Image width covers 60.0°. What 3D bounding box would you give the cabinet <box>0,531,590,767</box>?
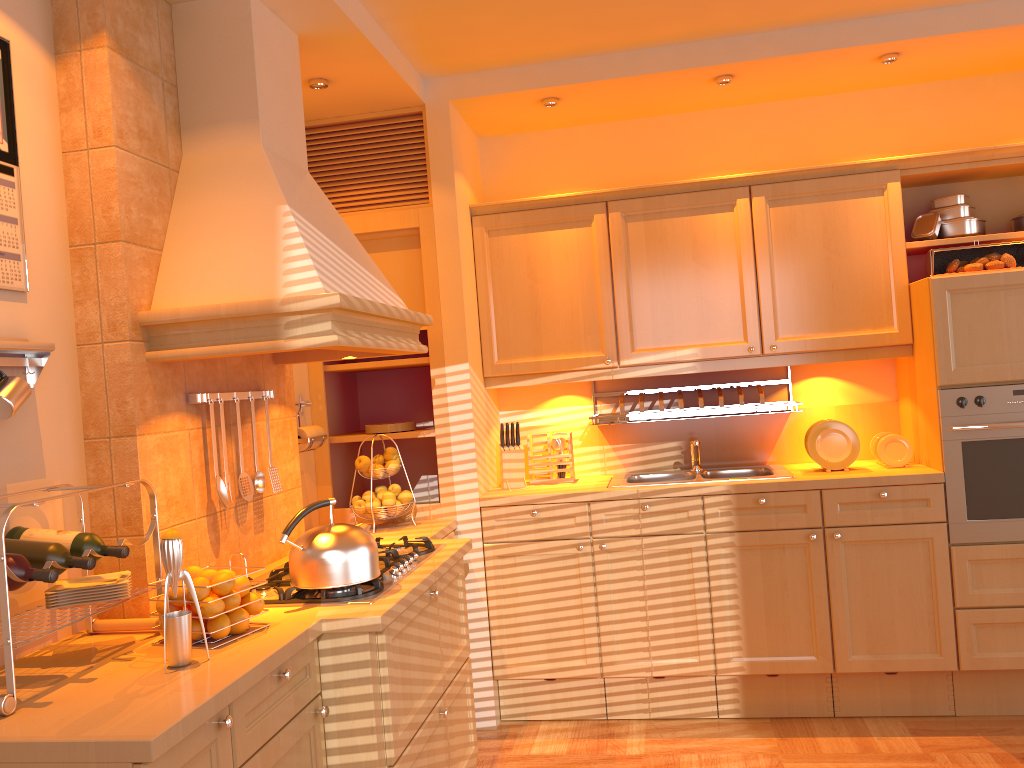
[{"bbox_3d":[-0.362,1.025,2.863,1.141,0.840,2.850,-4,0,10],"label":"cabinet"}]

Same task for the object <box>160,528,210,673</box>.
[{"bbox_3d":[-0.712,0.448,1.855,0.101,0.288,0.088,-4,0,10],"label":"object"}]

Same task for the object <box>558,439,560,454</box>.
[{"bbox_3d":[0.218,0.342,4.010,0.018,0.196,0.023,-4,0,14],"label":"object"}]

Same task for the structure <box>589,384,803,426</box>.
[{"bbox_3d":[0.800,0.085,3.945,0.900,0.126,0.300,-4,0,10],"label":"structure"}]

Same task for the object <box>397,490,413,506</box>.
[{"bbox_3d":[-0.426,0.455,3.545,0.064,0.060,0.063,-4,0,25],"label":"object"}]

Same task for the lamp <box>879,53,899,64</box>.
[{"bbox_3d":[1.500,-1.292,3.526,0.070,0.021,0.070,-4,0,-30],"label":"lamp"}]

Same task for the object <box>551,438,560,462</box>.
[{"bbox_3d":[0.205,0.339,3.982,0.042,0.192,0.040,-4,0,-29],"label":"object"}]

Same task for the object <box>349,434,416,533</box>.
[{"bbox_3d":[-0.528,0.390,3.568,0.265,0.376,0.265,-4,0,-31],"label":"object"}]

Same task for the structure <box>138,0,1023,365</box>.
[{"bbox_3d":[0.872,-0.679,3.165,4.091,1.148,1.061,-4,0,-16],"label":"structure"}]

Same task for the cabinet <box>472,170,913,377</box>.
[{"bbox_3d":[0.756,-0.455,3.930,1.792,0.712,0.332,-4,0,10],"label":"cabinet"}]

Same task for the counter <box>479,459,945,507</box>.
[{"bbox_3d":[0.800,0.417,3.797,1.800,0.038,0.600,-4,0,10],"label":"counter"}]

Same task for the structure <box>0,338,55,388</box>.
[{"bbox_3d":[-1.153,-0.049,1.917,0.069,0.118,0.405,-4,0,10],"label":"structure"}]

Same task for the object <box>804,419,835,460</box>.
[{"bbox_3d":[1.353,0.249,3.782,0.205,0.200,0.049,-4,0,11],"label":"object"}]

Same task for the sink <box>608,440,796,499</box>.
[{"bbox_3d":[0.799,0.404,3.795,0.746,0.336,0.465,-4,0,10],"label":"sink"}]

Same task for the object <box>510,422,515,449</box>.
[{"bbox_3d":[0.008,0.300,3.885,0.019,0.265,0.038,-4,0,-7],"label":"object"}]

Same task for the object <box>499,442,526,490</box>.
[{"bbox_3d":[0.001,0.358,3.896,0.100,0.200,0.070,-4,0,-17],"label":"object"}]

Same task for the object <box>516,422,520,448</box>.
[{"bbox_3d":[0.031,0.298,3.892,0.019,0.265,0.037,-4,0,-7],"label":"object"}]

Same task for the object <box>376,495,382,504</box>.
[{"bbox_3d":[-0.547,0.473,3.563,0.051,0.052,0.047,-4,0,7],"label":"object"}]

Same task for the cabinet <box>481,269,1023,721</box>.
[{"bbox_3d":[1.394,0.461,3.683,3.000,1.700,0.625,-4,0,10],"label":"cabinet"}]

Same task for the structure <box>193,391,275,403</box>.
[{"bbox_3d":[-0.852,0.038,2.753,0.009,0.024,0.506,-4,0,10],"label":"structure"}]

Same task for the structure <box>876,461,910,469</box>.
[{"bbox_3d":[1.580,0.333,3.685,0.084,0.010,0.219,-4,0,11],"label":"structure"}]

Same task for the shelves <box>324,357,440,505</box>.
[{"bbox_3d":[-0.496,0.250,4.027,0.600,0.702,0.582,-4,0,10],"label":"shelves"}]

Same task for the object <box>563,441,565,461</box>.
[{"bbox_3d":[0.232,0.340,3.992,0.022,0.196,0.018,-4,0,14],"label":"object"}]

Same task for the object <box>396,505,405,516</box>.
[{"bbox_3d":[-0.464,0.500,3.576,0.063,0.061,0.064,-4,0,-12],"label":"object"}]

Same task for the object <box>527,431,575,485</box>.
[{"bbox_3d":[0.178,0.335,4.026,0.200,0.221,0.103,-4,0,10],"label":"object"}]

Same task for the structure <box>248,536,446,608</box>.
[{"bbox_3d":[-0.537,0.556,2.709,0.494,0.051,0.797,-4,0,10],"label":"structure"}]

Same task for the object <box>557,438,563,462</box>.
[{"bbox_3d":[0.221,0.341,3.989,0.017,0.196,0.020,-4,0,35],"label":"object"}]

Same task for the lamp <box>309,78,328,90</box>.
[{"bbox_3d":[-0.725,-1.123,3.324,0.070,0.021,0.070,-4,0,-7],"label":"lamp"}]

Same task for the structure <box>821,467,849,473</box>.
[{"bbox_3d":[1.344,0.351,3.694,0.084,0.010,0.219,-4,0,13],"label":"structure"}]

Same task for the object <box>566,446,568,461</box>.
[{"bbox_3d":[0.245,0.349,4.007,0.044,0.178,0.019,-4,0,-13],"label":"object"}]

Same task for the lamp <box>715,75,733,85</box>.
[{"bbox_3d":[0.870,-1.244,3.637,0.070,0.021,0.070,-4,0,-41],"label":"lamp"}]

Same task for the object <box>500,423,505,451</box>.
[{"bbox_3d":[-0.035,0.303,3.872,0.019,0.265,0.037,-4,0,-26],"label":"object"}]

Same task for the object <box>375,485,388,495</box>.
[{"bbox_3d":[-0.526,0.430,3.569,0.050,0.048,0.051,-4,0,43],"label":"object"}]

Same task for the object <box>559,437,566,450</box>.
[{"bbox_3d":[0.224,0.338,4.028,0.042,0.192,0.040,-4,0,-30],"label":"object"}]

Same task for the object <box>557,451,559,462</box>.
[{"bbox_3d":[0.211,0.351,4.025,0.019,0.178,0.044,-4,0,6],"label":"object"}]

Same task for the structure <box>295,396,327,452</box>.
[{"bbox_3d":[-0.832,0.155,3.519,0.126,0.220,0.320,-4,0,10],"label":"structure"}]

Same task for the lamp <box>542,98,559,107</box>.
[{"bbox_3d":[0.162,-1.190,3.754,0.070,0.021,0.070,-4,0,-30],"label":"lamp"}]

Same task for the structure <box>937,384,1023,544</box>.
[{"bbox_3d":[1.916,0.292,3.290,0.576,0.583,0.066,-4,0,10],"label":"structure"}]

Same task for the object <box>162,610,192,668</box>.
[{"bbox_3d":[-0.703,0.538,1.869,0.060,0.106,0.060,-4,0,-22],"label":"object"}]

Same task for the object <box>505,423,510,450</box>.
[{"bbox_3d":[-0.014,0.302,3.878,0.019,0.265,0.038,-4,0,-7],"label":"object"}]

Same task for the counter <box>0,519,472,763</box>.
[{"bbox_3d":[-0.629,0.605,2.599,0.770,0.038,2.250,-4,0,10],"label":"counter"}]
